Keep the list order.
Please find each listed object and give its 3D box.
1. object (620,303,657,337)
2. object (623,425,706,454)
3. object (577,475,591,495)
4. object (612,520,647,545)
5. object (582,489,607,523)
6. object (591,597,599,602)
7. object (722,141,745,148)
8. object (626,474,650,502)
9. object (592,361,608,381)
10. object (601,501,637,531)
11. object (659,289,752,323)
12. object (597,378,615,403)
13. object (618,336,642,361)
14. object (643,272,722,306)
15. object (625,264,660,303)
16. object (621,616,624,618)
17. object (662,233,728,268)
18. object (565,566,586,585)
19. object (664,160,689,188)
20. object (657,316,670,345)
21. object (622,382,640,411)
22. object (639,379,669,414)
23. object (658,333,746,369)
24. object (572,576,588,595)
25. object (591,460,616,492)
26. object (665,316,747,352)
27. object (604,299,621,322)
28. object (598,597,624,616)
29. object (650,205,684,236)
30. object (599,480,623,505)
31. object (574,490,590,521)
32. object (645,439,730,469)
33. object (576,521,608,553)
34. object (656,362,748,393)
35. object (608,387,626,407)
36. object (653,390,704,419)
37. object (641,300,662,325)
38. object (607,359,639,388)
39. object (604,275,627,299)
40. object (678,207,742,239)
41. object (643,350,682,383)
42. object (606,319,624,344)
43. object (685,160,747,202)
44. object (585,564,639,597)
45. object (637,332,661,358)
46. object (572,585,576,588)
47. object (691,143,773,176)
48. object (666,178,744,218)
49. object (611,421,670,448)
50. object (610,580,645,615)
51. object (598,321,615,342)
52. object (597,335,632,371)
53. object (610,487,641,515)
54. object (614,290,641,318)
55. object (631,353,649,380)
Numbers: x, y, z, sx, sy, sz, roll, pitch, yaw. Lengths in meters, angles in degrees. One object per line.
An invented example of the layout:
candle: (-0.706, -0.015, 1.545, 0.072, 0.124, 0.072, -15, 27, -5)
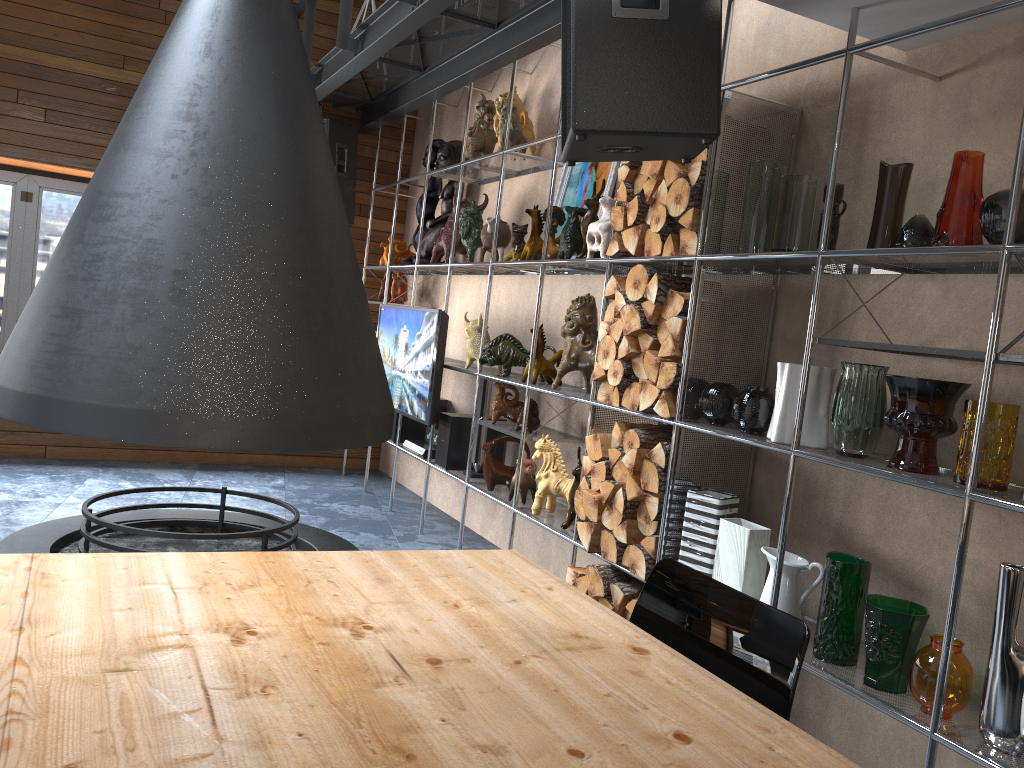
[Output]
object: (0.577, -0.226, 3.350, 0.321, 0.128, 0.164, 5, 4, -27)
object: (0.577, 0.212, 3.374, 0.312, 0.150, 0.140, 5, 4, -30)
object: (0.427, 0.405, 3.581, 0.331, 0.110, 0.107, 5, 4, -28)
object: (0.540, 0.549, 3.330, 0.330, 0.098, 0.104, 5, 4, -29)
object: (0.456, 0.476, 3.508, 0.374, 0.131, 0.115, 4, 4, -31)
object: (0.448, 0.860, 3.460, 0.331, 0.110, 0.101, 5, 4, -24)
object: (0.727, -0.835, 3.220, 0.362, 0.115, 0.098, 5, 4, -26)
object: (0.589, 0.396, 3.275, 0.329, 0.107, 0.128, 5, 4, -26)
object: (0.473, -0.036, 3.560, 0.303, 0.088, 0.095, 5, 4, -28)
object: (0.494, 0.501, 3.400, 0.288, 0.118, 0.147, 5, 4, -30)
object: (0.697, -0.266, 3.194, 0.299, 0.119, 0.151, 5, 4, -24)
object: (0.497, 0.036, 3.557, 0.287, 0.112, 0.126, 5, 4, -27)
object: (0.574, -0.128, 3.395, 0.331, 0.110, 0.101, 5, 4, -24)
object: (0.626, -0.334, 3.257, 0.289, 0.121, 0.107, 5, 4, -25)
object: (0.589, -0.358, 3.347, 0.312, 0.150, 0.140, 5, 4, -30)
object: (0.510, 0.924, 3.322, 0.329, 0.135, 0.095, 5, 4, -30)
object: (0.697, -0.486, 3.232, 0.303, 0.095, 0.087, 5, 4, -26)
object: (0.370, 0.811, 3.612, 0.309, 0.121, 0.111, 5, 4, -27)
object: (0.718, -0.733, 3.195, 0.329, 0.107, 0.128, 5, 4, -27)
object: (0.671, -0.175, 3.239, 0.290, 0.153, 0.112, 5, 4, -29)
object: (0.579, 0.054, 3.377, 0.299, 0.114, 0.135, 5, 4, -29)
object: (0.648, 0.064, 3.271, 0.362, 0.131, 0.154, 5, 4, -26)
object: (0.688, -0.111, 3.166, 0.331, 0.110, 0.107, 5, 4, -28)
object: (0.411, 0.792, 3.532, 0.329, 0.107, 0.128, 5, 4, -26)
object: (0.457, 0.356, 3.501, 0.290, 0.153, 0.112, 5, 4, -29)
object: (0.688, -0.178, 3.160, 0.308, 0.120, 0.098, 4, 4, -31)
object: (0.528, -0.272, 3.535, 0.299, 0.114, 0.135, 5, 4, -29)
object: (0.486, 0.855, 3.387, 0.330, 0.098, 0.107, 5, 4, -30)
object: (0.662, -0.576, 3.238, 0.312, 0.110, 0.103, 5, 4, -23)
object: (0.490, 0.421, 3.419, 0.330, 0.098, 0.107, 5, 4, -30)
object: (0.412, 0.497, 3.601, 0.321, 0.109, 0.110, 5, 4, -26)
object: (0.636, 0.245, 3.201, 0.308, 0.107, 0.121, 5, 4, -30)
object: (0.443, 0.598, 3.509, 0.362, 0.131, 0.154, 5, 4, -26)
object: (0.681, -0.017, 3.158, 0.321, 0.109, 0.110, 5, 4, -26)
object: (0.529, 0.056, 3.476, 0.303, 0.095, 0.087, 5, 4, -27)
object: (0.669, 0.077, 3.172, 0.330, 0.105, 0.107, 5, 4, -29)
object: (0.625, -0.252, 3.285, 0.303, 0.090, 0.098, 5, 4, -27)
object: (0.521, -0.028, 3.427, 0.312, 0.110, 0.103, 5, 4, -30)
object: (0.526, -0.362, 3.521, 0.308, 0.107, 0.121, 5, 4, -30)
object: (0.737, -0.553, 3.121, 0.303, 0.088, 0.095, 5, 4, -24)
object: (0.636, -0.063, 3.256, 0.329, 0.135, 0.095, 5, 4, -30)
object: (0.536, -0.195, 3.466, 0.329, 0.107, 0.128, 5, 4, -26)
object: (0.753, -0.696, 3.119, 0.309, 0.121, 0.111, 5, 4, -26)
object: (0.451, 0.761, 3.415, 0.321, 0.128, 0.164, 5, 4, -27)
object: (0.625, -0.131, 3.329, 0.330, 0.098, 0.107, 5, 4, -30)
object: (0.367, 0.877, 3.561, 0.285, 0.143, 0.143, 5, 4, -27)
object: (0.773, -0.794, 3.133, 0.299, 0.114, 0.135, 5, 4, -24)
object: (0.705, -0.640, 3.160, 0.285, 0.143, 0.143, 5, 4, -26)
object: (0.538, 0.215, 3.465, 0.289, 0.121, 0.107, 5, 4, -25)
object: (0.513, 0.796, 3.331, 0.309, 0.131, 0.099, 5, 4, -30)
object: (0.496, -0.176, 3.547, 0.309, 0.121, 0.111, 5, 4, -27)
object: (0.492, -0.110, 3.495, 0.285, 0.143, 0.143, 5, 4, -27)
object: (0.538, 0.444, 3.354, 0.331, 0.110, 0.101, 5, 4, -24)
object: (0.571, -0.291, 3.440, 0.362, 0.115, 0.098, 5, 4, -27)
object: (0.603, -0.057, 3.358, 0.288, 0.118, 0.147, 5, 4, -30)
